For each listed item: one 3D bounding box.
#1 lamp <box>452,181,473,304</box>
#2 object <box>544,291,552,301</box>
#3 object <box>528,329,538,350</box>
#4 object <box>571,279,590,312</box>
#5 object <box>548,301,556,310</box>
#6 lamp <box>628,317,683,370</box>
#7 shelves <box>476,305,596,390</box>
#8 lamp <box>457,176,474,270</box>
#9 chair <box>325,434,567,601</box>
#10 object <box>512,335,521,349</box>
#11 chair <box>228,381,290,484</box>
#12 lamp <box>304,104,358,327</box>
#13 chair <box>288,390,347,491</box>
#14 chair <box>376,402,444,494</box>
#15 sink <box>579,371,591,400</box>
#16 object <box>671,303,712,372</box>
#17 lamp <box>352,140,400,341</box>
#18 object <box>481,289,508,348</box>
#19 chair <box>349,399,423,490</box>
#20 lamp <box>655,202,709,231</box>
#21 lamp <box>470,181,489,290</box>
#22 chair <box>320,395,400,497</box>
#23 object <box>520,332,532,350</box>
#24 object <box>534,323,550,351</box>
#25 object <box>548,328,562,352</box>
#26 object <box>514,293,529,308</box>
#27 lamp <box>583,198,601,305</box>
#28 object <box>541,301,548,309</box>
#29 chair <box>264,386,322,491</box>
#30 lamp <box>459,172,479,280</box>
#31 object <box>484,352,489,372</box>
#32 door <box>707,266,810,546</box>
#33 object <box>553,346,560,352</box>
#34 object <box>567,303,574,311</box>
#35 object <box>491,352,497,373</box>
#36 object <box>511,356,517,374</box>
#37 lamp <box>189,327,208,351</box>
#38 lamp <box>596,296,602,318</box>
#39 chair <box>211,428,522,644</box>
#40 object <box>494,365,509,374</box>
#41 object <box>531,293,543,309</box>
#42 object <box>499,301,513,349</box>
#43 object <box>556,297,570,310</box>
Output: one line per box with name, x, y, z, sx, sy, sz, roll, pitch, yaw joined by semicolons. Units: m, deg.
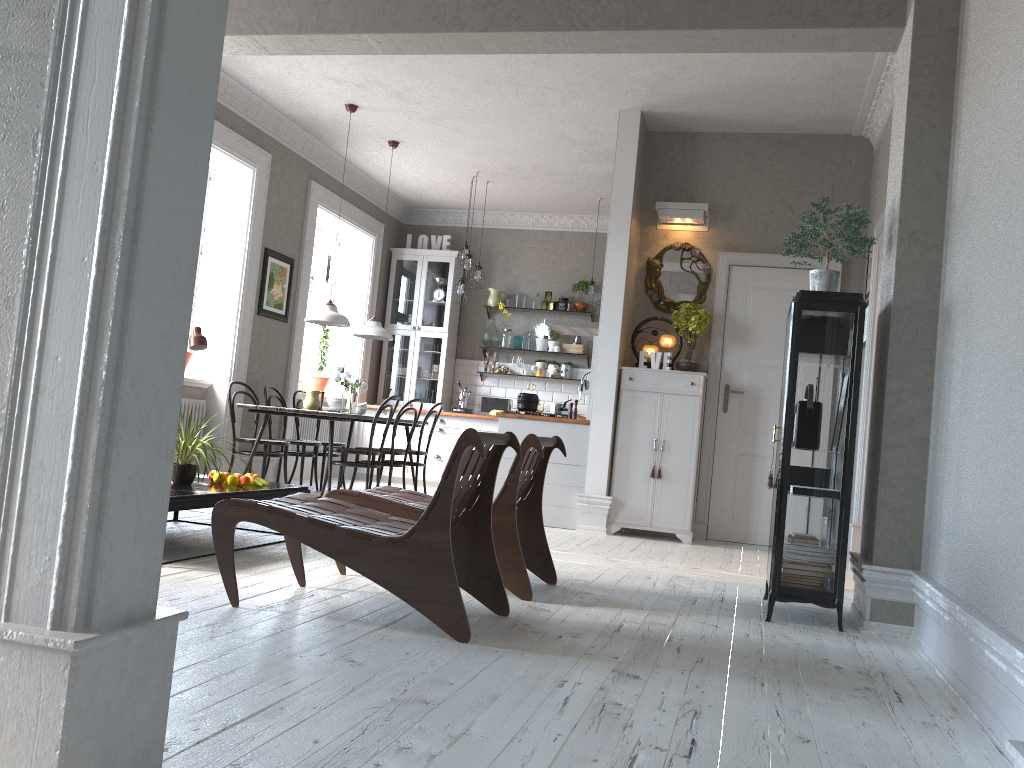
lamp;-0.468;-1.711;9.333;0.148;1.735;0.145;7;-3;-19
object;0.426;-1.025;10.388;0.083;0.113;0.082;6;-3;-6
object;0.232;-0.512;10.526;0.130;0.264;0.133;4;-3;20
object;0.825;-1.021;10.307;0.255;0.397;0.246;3;-4;39
object;0.469;-0.909;10.378;0.081;0.113;0.084;4;-3;24
lamp;1.144;-0.259;7.053;0.443;0.558;0.174;4;-3;22
shelves;0.277;-0.411;10.414;1.304;0.923;0.231;5;-3;13
lamp;-0.412;-2.055;9.183;0.146;1.735;0.147;6;-3;1
chair;-0.303;0.557;4.167;1.007;0.721;0.512;5;-3;14
object;0.071;-0.484;10.498;0.124;0.172;0.127;5;-3;18
chair;-2.125;0.453;7.411;0.541;0.921;0.444;4;-3;22
lamp;-1.438;-1.417;7.391;0.387;1.859;0.371;8;-4;-38
chair;-1.835;0.534;8.421;0.540;0.921;0.445;4;-4;27
chair;-0.951;0.605;8.169;0.545;0.921;0.441;5;-3;12
sink;0.547;0.226;7.965;0.523;0.720;0.491;5;-3;14
object;1.403;-0.357;6.919;0.347;0.553;0.291;8;-4;-41
lamp;-1.201;-1.349;8.259;0.374;1.859;0.385;4;-3;22
object;-0.234;-0.769;10.488;0.338;0.674;0.333;7;-3;-17
chair;-1.097;0.566;7.703;0.541;0.921;0.444;4;-3;22
lamp;1.371;-1.349;7.136;0.412;0.171;0.221;5;-3;14
lamp;-0.285;-1.855;9.299;0.146;1.735;0.147;6;-3;1
chair;-1.234;0.526;7.183;0.545;0.921;0.441;5;-3;12
object;0.167;-0.497;10.384;0.122;0.206;0.127;3;-4;37
object;0.378;-0.551;10.432;0.240;0.354;0.239;4;-4;32
object;0.493;-0.556;10.352;0.187;0.380;0.166;7;-4;-25
object;0.103;-0.974;10.479;0.175;0.184;0.168;8;-4;-36
lamp;0.920;-1.724;9.548;0.150;1.735;0.143;9;-4;-44
object;0.386;-0.916;10.402;0.082;0.113;0.083;5;-3;14
chair;-1.981;0.495;7.952;0.545;0.921;0.441;5;-3;12
lamp;-0.375;-1.930;8.999;0.149;1.735;0.144;7;-4;-29
object;-0.304;-0.262;10.549;0.054;0.264;0.061;6;-3;-14
door;2.003;0.166;6.958;0.744;2.183;0.080;5;-3;13
object;0.525;-0.403;10.266;0.104;0.071;0.064;2;-4;44
object;0.680;-0.886;10.277;0.092;0.096;0.075;5;-3;15
object;-0.207;-0.255;10.510;0.063;0.264;0.052;8;-4;-39
object;0.025;-0.214;10.469;0.082;0.217;0.082;6;-3;0
lamp;-1.838;0.095;4.947;0.141;0.839;0.246;8;-4;-40
lamp;1.067;-1.582;9.642;0.148;1.735;0.145;6;-3;-14
chair;-0.530;0.492;3.334;1.007;0.721;0.512;5;-3;14
object;-0.121;-0.174;10.458;0.178;0.111;0.095;6;-3;-9
object;0.302;-0.970;10.531;0.142;0.220;0.137;7;-4;-26
object;-0.085;-0.691;10.401;0.191;0.540;0.282;5;-3;7
object;0.603;-0.926;10.400;0.140;0.174;0.143;5;-3;14
